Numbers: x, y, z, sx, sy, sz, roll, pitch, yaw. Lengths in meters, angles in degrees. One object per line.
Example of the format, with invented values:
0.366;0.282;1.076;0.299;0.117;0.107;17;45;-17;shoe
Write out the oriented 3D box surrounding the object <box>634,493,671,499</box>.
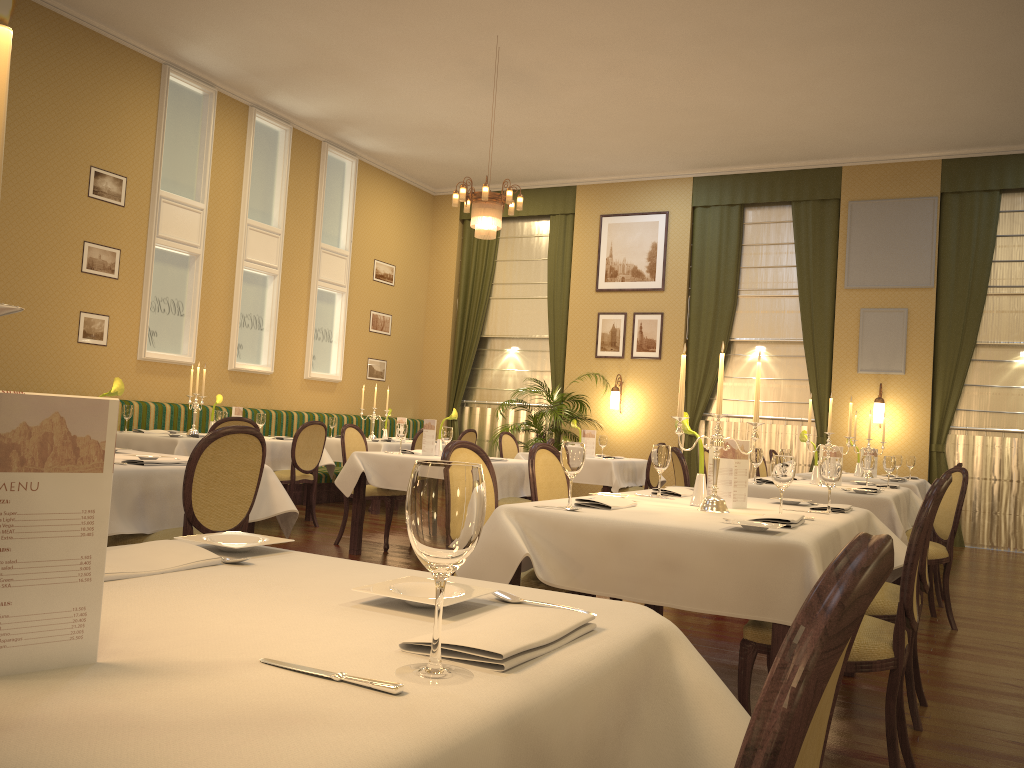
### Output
0.621;0.489;3.860;0.185;0.010;0.017;2;-3;29;object

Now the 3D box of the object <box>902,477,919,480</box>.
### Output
3.965;0.935;8.830;0.142;0.024;0.273;2;-3;27;object

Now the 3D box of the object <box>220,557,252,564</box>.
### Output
-0.535;0.305;1.579;0.181;0.015;0.038;2;-3;29;object

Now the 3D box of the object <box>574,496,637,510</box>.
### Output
0.346;0.434;3.238;0.142;0.033;0.273;2;-3;27;object

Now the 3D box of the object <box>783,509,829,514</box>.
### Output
1.189;0.515;3.597;0.185;0.010;0.017;2;-3;28;object

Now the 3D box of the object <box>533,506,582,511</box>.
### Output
0.154;0.416;2.995;0.181;0.015;0.038;2;-3;29;object

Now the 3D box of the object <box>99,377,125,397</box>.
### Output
-1.900;0.152;4.114;0.163;0.375;0.076;4;-3;4;object

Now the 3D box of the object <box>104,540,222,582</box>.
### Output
-0.624;0.286;1.439;0.142;0.033;0.273;2;-3;27;object

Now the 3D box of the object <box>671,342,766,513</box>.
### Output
0.781;0.157;3.361;0.390;0.655;0.131;5;-3;-28;object

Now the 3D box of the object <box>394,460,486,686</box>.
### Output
-0.076;0.200;0.963;0.088;0.229;0.088;4;-3;-15;object

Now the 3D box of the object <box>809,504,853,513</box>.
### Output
1.373;0.532;3.809;0.142;0.024;0.273;2;-3;27;object

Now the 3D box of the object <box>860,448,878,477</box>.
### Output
3.470;0.764;8.580;0.166;0.277;0.081;4;-3;-1;object

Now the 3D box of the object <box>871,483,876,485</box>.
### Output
2.793;0.761;6.677;0.181;0.015;0.038;2;-3;29;object

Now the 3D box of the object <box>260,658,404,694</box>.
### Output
-0.192;0.300;0.921;0.185;0.010;0.017;2;-3;28;object

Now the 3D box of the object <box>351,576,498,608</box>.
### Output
-0.127;0.316;1.313;0.160;0.024;0.160;2;-3;27;object

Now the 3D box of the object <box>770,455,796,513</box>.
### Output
0.967;0.371;3.175;0.088;0.229;0.088;5;-3;-20;object

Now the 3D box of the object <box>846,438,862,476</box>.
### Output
3.324;0.704;8.606;0.076;0.375;0.163;6;-3;-41;object

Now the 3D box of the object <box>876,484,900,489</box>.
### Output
2.741;0.744;6.459;0.142;0.024;0.273;2;-3;27;object

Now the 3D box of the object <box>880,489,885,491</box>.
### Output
2.382;0.700;5.908;0.185;0.010;0.017;2;-3;28;object

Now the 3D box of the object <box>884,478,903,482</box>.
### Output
3.334;0.841;7.731;0.160;0.024;0.160;2;-3;27;object

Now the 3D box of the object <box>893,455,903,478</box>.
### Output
3.558;0.774;8.195;0.088;0.229;0.088;4;-3;-15;object

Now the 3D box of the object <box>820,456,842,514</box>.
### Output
1.305;0.414;3.639;0.088;0.229;0.088;4;-3;-15;object

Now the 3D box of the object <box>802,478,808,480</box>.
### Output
2.215;0.733;6.906;0.181;0.015;0.038;2;-3;29;object

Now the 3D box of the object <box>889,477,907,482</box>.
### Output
3.485;0.861;8.012;0.142;0.033;0.273;2;-3;27;object

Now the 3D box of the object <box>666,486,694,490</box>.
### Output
0.853;0.522;4.367;0.160;0.024;0.160;2;-3;27;object

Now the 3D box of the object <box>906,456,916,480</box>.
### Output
3.852;0.811;8.573;0.088;0.229;0.088;4;-3;-15;object

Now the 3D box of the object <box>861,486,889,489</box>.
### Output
2.557;0.727;6.248;0.185;0.010;0.017;2;-3;28;object

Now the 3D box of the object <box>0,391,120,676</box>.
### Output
-0.503;0.146;0.883;0.166;0.277;0.081;4;-3;-1;object

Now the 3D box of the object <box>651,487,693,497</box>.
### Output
0.757;0.501;4.115;0.142;0.033;0.273;2;-3;27;object

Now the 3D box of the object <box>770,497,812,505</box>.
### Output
1.254;0.531;3.989;0.160;0.024;0.160;2;-3;27;object

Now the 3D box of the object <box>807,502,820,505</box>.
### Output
1.425;0.548;4.027;0.181;0.015;0.038;2;-3;29;object

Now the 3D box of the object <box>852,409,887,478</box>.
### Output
3.373;0.560;8.381;0.390;0.655;0.131;4;-3;-7;object

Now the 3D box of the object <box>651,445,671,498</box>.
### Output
0.660;0.386;3.943;0.088;0.229;0.088;4;-3;-15;object

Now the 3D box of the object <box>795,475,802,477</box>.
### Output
2.221;0.735;7.018;0.160;0.024;0.160;2;-3;27;object

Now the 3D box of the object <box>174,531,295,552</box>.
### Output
-0.528;0.307;1.691;0.160;0.024;0.160;2;-3;27;object

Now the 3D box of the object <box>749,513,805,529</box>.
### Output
0.894;0.458;2.991;0.142;0.033;0.273;2;-3;27;object

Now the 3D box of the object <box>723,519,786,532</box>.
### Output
0.742;0.438;2.710;0.160;0.024;0.160;2;-3;27;object

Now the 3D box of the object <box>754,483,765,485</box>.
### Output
1.523;0.629;5.645;0.181;0.015;0.038;2;-3;29;object

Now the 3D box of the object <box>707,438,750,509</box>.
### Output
0.878;0.361;3.559;0.166;0.277;0.081;4;-3;-1;object

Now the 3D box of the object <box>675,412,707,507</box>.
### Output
0.732;0.301;3.585;0.076;0.375;0.163;6;-3;-41;object

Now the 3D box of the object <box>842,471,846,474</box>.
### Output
3.349;0.904;9.136;0.142;0.033;0.273;2;-3;27;object

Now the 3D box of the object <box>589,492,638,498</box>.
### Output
0.408;0.455;3.545;0.160;0.024;0.160;2;-3;27;object

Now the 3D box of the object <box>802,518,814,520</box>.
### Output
1.014;0.487;3.258;0.185;0.010;0.017;2;-3;28;object

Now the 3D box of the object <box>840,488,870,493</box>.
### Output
2.138;0.664;5.521;0.181;0.015;0.038;2;-3;29;object

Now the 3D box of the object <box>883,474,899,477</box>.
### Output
3.846;0.934;9.010;0.160;0.024;0.160;2;-3;27;object

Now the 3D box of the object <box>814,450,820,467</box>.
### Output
2.798;0.719;8.096;0.088;0.229;0.088;4;-3;-15;object

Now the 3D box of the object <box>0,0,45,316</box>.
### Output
-0.600;-0.057;0.684;0.390;0.655;0.131;5;-3;-28;object

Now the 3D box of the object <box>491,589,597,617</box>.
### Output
0.044;0.333;1.350;0.181;0.015;0.038;2;-3;29;object

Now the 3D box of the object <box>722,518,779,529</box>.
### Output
0.770;0.451;2.870;0.181;0.015;0.038;2;-3;29;object

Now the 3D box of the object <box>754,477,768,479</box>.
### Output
1.776;0.667;6.196;0.160;0.024;0.160;2;-3;27;object

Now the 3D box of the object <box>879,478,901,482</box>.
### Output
3.362;0.854;7.891;0.181;0.015;0.038;2;-3;29;object

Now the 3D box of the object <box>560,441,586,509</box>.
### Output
0.207;0.316;3.075;0.088;0.229;0.088;4;-3;-15;object

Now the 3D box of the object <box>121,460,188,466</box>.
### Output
-1.548;0.342;3.884;0.142;0.024;0.273;2;-3;27;object

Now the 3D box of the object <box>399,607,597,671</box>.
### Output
-0.008;0.317;1.132;0.142;0.024;0.273;2;-3;27;object

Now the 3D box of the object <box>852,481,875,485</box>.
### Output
2.622;0.744;6.640;0.160;0.024;0.160;2;-3;27;object
